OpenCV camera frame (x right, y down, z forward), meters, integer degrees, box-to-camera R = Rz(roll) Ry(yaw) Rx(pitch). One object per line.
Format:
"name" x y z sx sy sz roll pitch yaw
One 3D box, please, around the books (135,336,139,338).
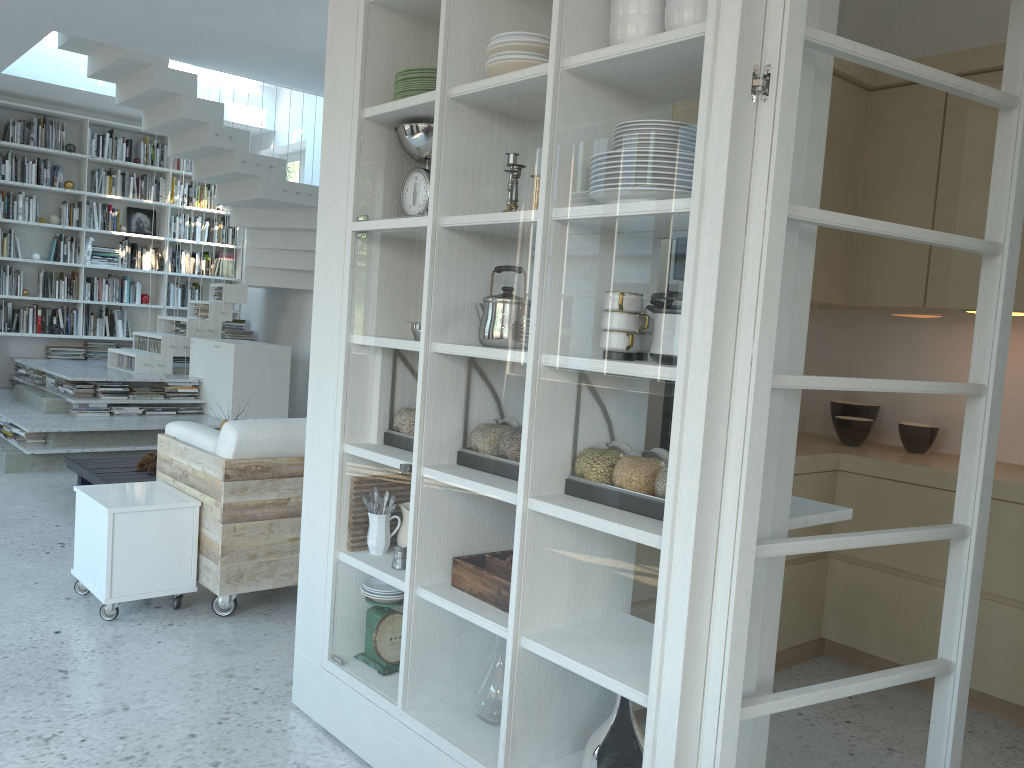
"books" -3.701 -0.411 8.862 0.125 0.125 0.007 0 6 -41

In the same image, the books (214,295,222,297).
"books" -2.888 -0.881 8.940 0.191 0.014 0.243 2 4 -28

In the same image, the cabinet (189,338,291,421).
"cabinet" -2.496 -0.048 8.035 0.551 0.668 0.992 0 5 -41

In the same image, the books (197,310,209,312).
"books" -2.937 -0.704 8.656 0.231 0.011 0.171 4 4 -4

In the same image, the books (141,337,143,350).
"books" -3.577 -0.392 8.718 0.125 0.125 0.008 0 6 -41

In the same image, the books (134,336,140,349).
"books" -3.711 -0.412 8.874 0.125 0.125 0.009 0 6 -41

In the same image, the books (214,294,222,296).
"books" -2.881 -0.892 8.943 0.187 0.009 0.260 2 4 -31

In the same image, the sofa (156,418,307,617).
"sofa" -0.644 0.553 4.700 2.195 0.855 0.870 1 5 -41

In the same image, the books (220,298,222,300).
"books" -2.864 -0.853 8.957 0.130 0.014 0.249 2 4 -28

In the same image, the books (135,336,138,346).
"books" -3.696 -0.410 8.857 0.125 0.125 0.008 0 6 -41

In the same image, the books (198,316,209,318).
"books" -2.941 -0.654 8.661 0.215 0.013 0.189 4 4 -8

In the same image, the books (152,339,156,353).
"books" -3.375 -0.362 8.481 0.125 0.125 0.018 0 6 -41

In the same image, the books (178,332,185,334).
"books" -3.315 -0.518 9.057 0.130 0.014 0.188 1 5 -41

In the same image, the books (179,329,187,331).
"books" -3.192 -0.538 8.864 0.184 0.014 0.225 0 5 -43

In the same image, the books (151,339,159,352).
"books" -3.388 -0.364 8.496 0.125 0.125 0.007 0 6 -41

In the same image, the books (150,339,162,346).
"books" -3.415 -0.368 8.528 0.125 0.125 0.009 0 6 -41

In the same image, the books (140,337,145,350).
"books" -3.592 -0.394 8.735 0.125 0.125 0.008 0 6 -41

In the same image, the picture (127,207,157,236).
"picture" -4.032 -1.761 9.661 0.300 0.300 0.077 0 6 -41

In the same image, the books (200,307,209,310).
"books" -2.935 -0.733 8.656 0.184 0.016 0.179 3 4 -12

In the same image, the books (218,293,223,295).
"books" -2.870 -0.903 8.948 0.154 0.014 0.196 2 4 -28

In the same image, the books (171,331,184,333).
"books" -3.340 -0.529 9.034 0.189 0.007 0.195 0 5 -43

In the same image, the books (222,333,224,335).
"books" -3.141 -0.555 9.953 0.191 0.012 0.133 1 5 -38

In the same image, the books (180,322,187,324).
"books" -3.187 -0.603 8.859 0.193 0.014 0.177 8 5 44

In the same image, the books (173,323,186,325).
"books" -3.339 -0.612 9.023 0.198 0.006 0.188 0 5 -44

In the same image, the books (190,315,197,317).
"books" -3.169 -0.692 9.132 0.190 0.018 0.287 1 5 -42

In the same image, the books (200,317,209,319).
"books" -2.942 -0.642 8.667 0.206 0.012 0.183 3 4 -13

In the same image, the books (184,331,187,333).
"books" -3.084 -0.498 8.600 0.172 0.019 0.239 3 4 -16

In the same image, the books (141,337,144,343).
"books" -3.582 -0.393 8.723 0.125 0.125 0.008 0 6 -41

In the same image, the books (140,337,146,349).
"books" -3.597 -0.395 8.740 0.125 0.125 0.007 0 6 -41

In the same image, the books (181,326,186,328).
"books" -3.191 -0.564 8.861 0.189 0.012 0.155 1 5 -38

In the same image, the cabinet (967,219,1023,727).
"cabinet" 2.216 0.067 2.246 1.968 2.571 4.421 0 5 -41

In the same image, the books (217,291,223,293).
"books" -2.866 -0.923 8.948 0.144 0.011 0.256 2 5 -34

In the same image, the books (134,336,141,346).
"books" -3.716 -0.413 8.880 0.125 0.125 0.008 0 6 -41

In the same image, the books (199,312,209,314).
"books" -2.936 -0.684 8.642 0.214 0.015 0.138 3 4 -13

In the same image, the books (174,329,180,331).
"books" -3.335 -0.547 9.035 0.159 0.012 0.225 2 5 -33

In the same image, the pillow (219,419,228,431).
"pillow" -1.264 0.349 4.155 0.462 0.339 0.200 8 6 43

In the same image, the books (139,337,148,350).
"books" -3.613 -0.397 8.759 0.125 0.125 0.007 0 6 -41

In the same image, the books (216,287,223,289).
"books" -2.981 -0.993 9.214 0.165 0.014 0.235 2 4 -24

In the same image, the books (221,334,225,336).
"books" -3.138 -0.543 9.950 0.133 0.012 0.251 8 5 44

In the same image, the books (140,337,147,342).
"books" -3.602 -0.396 8.747 0.125 0.125 0.009 0 6 -41

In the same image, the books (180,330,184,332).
"books" -3.193 -0.523 8.865 0.207 0.016 0.175 8 5 44

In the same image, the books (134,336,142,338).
"books" -3.721 -0.414 8.886 0.125 0.125 0.008 0 6 -41

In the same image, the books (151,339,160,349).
"books" -3.393 -0.365 8.502 0.125 0.125 0.009 0 6 -41

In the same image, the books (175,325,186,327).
"books" -3.321 -0.589 9.041 0.181 0.022 0.140 8 5 43

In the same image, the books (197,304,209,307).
"books" -2.933 -0.757 8.647 0.234 0.025 0.157 4 4 -3

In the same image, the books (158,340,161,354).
"books" -3.274 -0.347 8.363 0.125 0.125 0.011 0 6 -41

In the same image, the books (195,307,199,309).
"books" -3.149 -0.777 9.138 0.149 0.017 0.239 1 5 -43

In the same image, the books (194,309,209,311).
"books" -2.934 -0.712 8.640 0.295 0.007 0.146 3 4 -10

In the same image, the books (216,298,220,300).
"books" -2.983 -0.880 9.226 0.149 0.014 0.228 2 4 -29

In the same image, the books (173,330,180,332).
"books" -3.333 -0.536 9.038 0.216 0.009 0.158 8 5 43

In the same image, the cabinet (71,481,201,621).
"cabinet" -1.656 0.720 3.887 0.380 0.487 0.502 0 6 -41

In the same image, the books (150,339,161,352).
"books" -3.408 -0.367 8.520 0.125 0.125 0.016 0 6 -41

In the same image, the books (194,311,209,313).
"books" -2.936 -0.694 8.642 0.295 0.006 0.146 4 4 -6

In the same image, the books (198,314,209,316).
"books" -2.939 -0.672 8.657 0.222 0.011 0.180 3 4 -9

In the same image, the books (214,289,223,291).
"books" -2.881 -0.944 8.937 0.191 0.013 0.243 2 4 -30

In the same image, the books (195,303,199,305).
"books" -3.148 -0.817 9.133 0.157 0.014 0.180 1 5 -43
